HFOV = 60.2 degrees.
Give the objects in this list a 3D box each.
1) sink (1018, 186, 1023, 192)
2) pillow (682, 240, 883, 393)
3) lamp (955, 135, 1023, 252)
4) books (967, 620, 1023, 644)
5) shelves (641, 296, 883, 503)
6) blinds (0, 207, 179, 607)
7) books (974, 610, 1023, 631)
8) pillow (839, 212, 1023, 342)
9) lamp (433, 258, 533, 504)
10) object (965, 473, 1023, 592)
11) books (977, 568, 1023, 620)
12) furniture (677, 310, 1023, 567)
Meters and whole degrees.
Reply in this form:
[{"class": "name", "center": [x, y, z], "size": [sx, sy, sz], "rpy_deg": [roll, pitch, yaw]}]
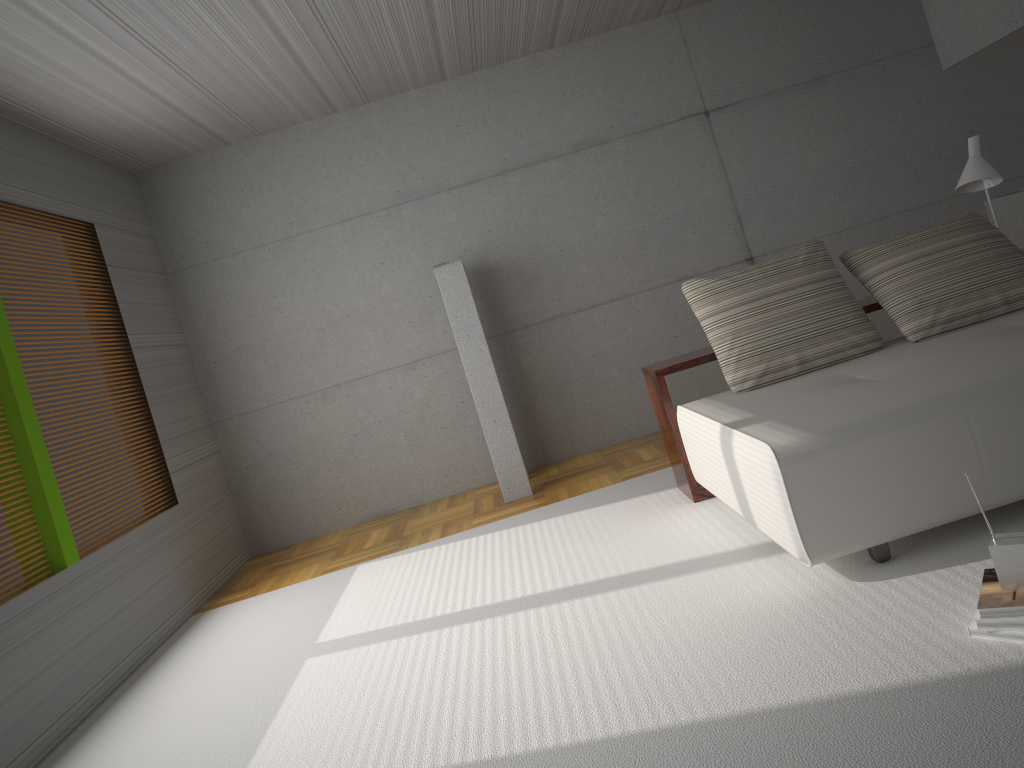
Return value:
[{"class": "sink", "center": [3.687, -1.408, 5.227], "size": [0.766, 0.539, 1.706], "rpy_deg": [-17, 4, 0]}, {"class": "pillow", "center": [1.369, -0.355, 4.504], "size": [0.801, 0.610, 0.490], "rpy_deg": [-17, 1, -2]}, {"class": "lamp", "center": [2.628, -1.030, 4.874], "size": [0.326, 0.700, 0.242], "rpy_deg": [-17, 0, -20]}, {"class": "books", "center": [1.398, 0.627, 2.411], "size": [0.268, 0.032, 0.187], "rpy_deg": [-20, 5, -36]}, {"class": "shelves", "center": [1.913, -0.069, 4.815], "size": [2.251, 0.716, 0.400], "rpy_deg": [-17, 1, -1]}, {"class": "blinds", "center": [-2.503, 0.043, 4.312], "size": [0.012, 2.043, 3.537], "rpy_deg": [-17, 3, 0]}, {"class": "books", "center": [1.388, 0.597, 2.412], "size": [0.187, 0.032, 0.268], "rpy_deg": [-14, 5, 38]}, {"class": "pillow", "center": [2.202, -0.555, 4.474], "size": [0.807, 0.517, 0.579], "rpy_deg": [-17, 2, 0]}, {"class": "lamp", "center": [-0.205, -0.050, 6.407], "size": [0.200, 1.691, 0.798], "rpy_deg": [-17, 1, 0]}, {"class": "object", "center": [1.310, 0.383, 2.372], "size": [0.089, 0.366, 0.188], "rpy_deg": [-17, 0, 40]}, {"class": "books", "center": [1.386, 0.564, 2.414], "size": [0.187, 0.032, 0.268], "rpy_deg": [-14, 5, 34]}, {"class": "furniture", "center": [1.951, 0.097, 3.821], "size": [2.169, 0.522, 1.615], "rpy_deg": [-17, 4, -1]}]
